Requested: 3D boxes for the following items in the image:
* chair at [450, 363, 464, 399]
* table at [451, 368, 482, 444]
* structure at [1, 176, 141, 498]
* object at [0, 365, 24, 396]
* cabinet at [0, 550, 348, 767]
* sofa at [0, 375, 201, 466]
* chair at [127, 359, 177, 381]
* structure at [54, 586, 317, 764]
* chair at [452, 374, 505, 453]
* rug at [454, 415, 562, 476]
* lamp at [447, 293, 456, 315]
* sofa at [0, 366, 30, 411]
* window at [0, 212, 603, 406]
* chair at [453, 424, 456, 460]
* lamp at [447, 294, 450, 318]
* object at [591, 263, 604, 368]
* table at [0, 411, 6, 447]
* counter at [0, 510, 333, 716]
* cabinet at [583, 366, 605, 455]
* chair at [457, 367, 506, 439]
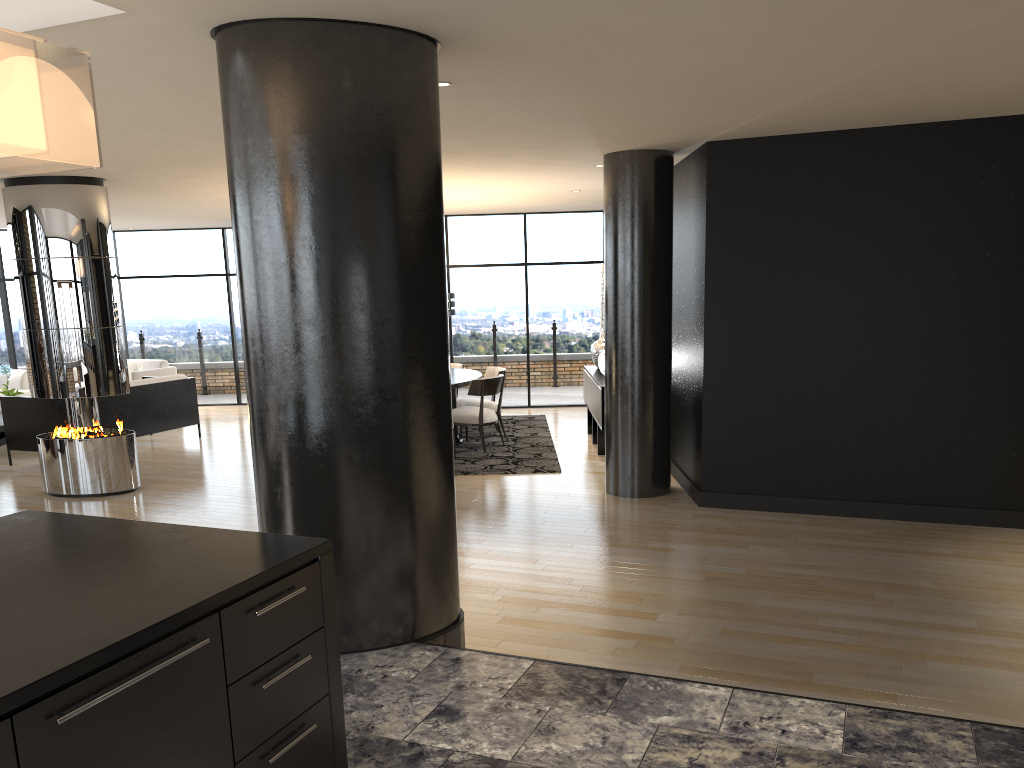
[{"bbox_3d":[-0.948,0.165,11.077,0.642,0.820,0.607,2,10,21],"label":"chair"},{"bbox_3d":[-0.929,0.297,10.041,1.209,0.781,2.074,-1,7,2],"label":"table"},{"bbox_3d":[-3.894,-0.382,7.850,0.892,2.789,0.576,0,11,10],"label":"structure"},{"bbox_3d":[-6.110,0.075,10.751,0.368,0.642,0.352,7,14,41],"label":"object"},{"bbox_3d":[-1.620,1.143,1.379,1.178,1.054,3.072,2,8,22],"label":"cabinet"},{"bbox_3d":[-4.651,0.371,10.151,0.837,0.816,2.004,2,8,22],"label":"sofa"},{"bbox_3d":[-5.408,0.103,12.507,1.000,0.870,0.842,2,10,22],"label":"chair"},{"bbox_3d":[-1.360,0.687,1.175,0.655,1.034,2.738,3,8,22],"label":"structure"},{"bbox_3d":[-0.408,0.314,9.602,0.614,0.820,0.634,4,11,28],"label":"chair"},{"bbox_3d":[-0.904,0.669,10.179,2.716,0.011,3.666,-2,6,0],"label":"rug"},{"bbox_3d":[-0.974,-1.498,10.630,0.536,1.351,0.526,-2,11,-1],"label":"lamp"},{"bbox_3d":[-7.466,0.294,11.302,0.853,0.868,2.658,2,8,22],"label":"sofa"},{"bbox_3d":[-4.503,-1.194,5.858,10.125,4.863,15.652,0,7,9],"label":"window"},{"bbox_3d":[-0.998,0.412,8.865,0.641,0.820,0.608,4,11,28],"label":"chair"},{"bbox_3d":[-0.976,-1.400,9.750,0.536,1.351,0.526,-2,11,-1],"label":"lamp"},{"bbox_3d":[1.086,-0.793,10.300,0.343,1.229,0.337,0,11,9],"label":"object"},{"bbox_3d":[-6.130,0.572,10.785,1.262,0.357,2.004,1,7,22],"label":"table"},{"bbox_3d":[-1.634,0.610,1.271,1.178,0.032,3.072,1,7,23],"label":"counter"},{"bbox_3d":[1.176,0.275,9.732,0.610,0.778,2.204,-2,7,0],"label":"cabinet"},{"bbox_3d":[-0.369,0.226,10.383,0.615,0.820,0.633,-4,10,-14],"label":"chair"}]
